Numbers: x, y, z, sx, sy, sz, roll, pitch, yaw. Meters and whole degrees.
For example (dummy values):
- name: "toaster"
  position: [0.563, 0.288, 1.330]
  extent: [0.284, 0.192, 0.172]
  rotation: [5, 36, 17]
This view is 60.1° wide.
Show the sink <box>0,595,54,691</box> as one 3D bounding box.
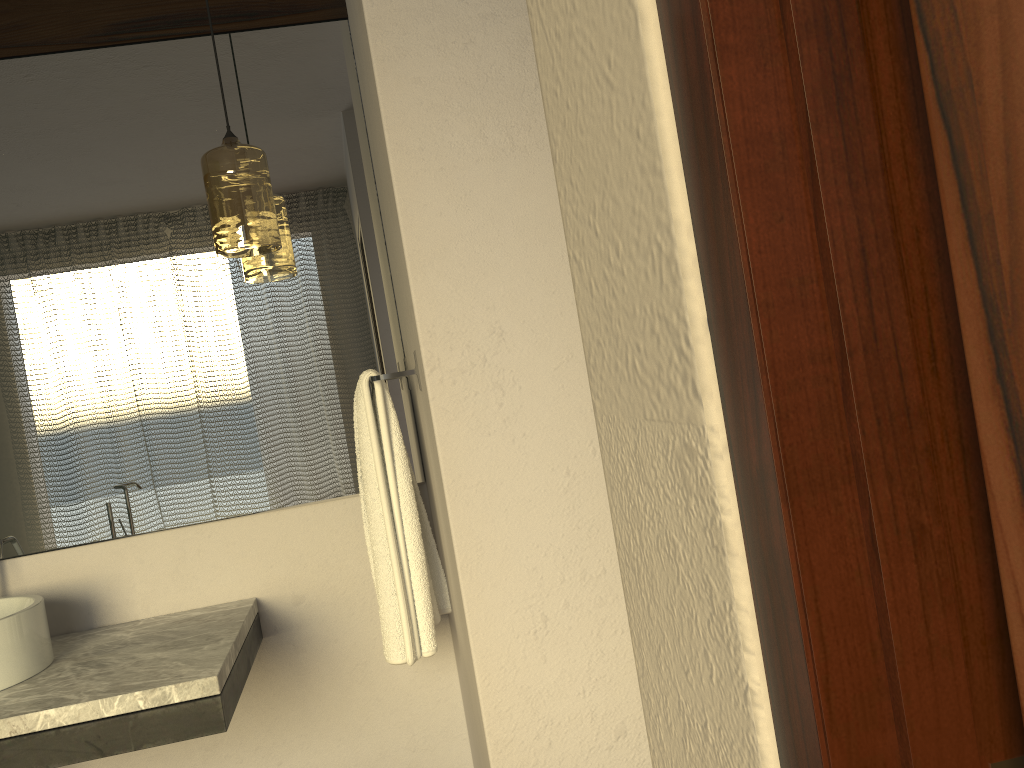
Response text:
- name: "sink"
  position: [-1.132, 0.543, 1.792]
  extent: [0.350, 0.131, 0.365]
  rotation: [-10, 2, -31]

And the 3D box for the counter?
- name: "counter"
  position: [-1.658, 0.751, 1.713]
  extent: [2.245, 0.101, 0.591]
  rotation: [-10, 1, -7]

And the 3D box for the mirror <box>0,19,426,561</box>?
- name: "mirror"
  position: [-2.289, 0.013, 1.929]
  extent: [4.054, 1.152, 0.017]
  rotation: [-10, 1, -7]

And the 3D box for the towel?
- name: "towel"
  position: [-0.273, 0.287, 1.943]
  extent: [0.162, 0.636, 0.255]
  rotation: [-9, 1, 9]

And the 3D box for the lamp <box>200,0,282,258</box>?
- name: "lamp"
  position: [-0.633, -0.711, 1.889]
  extent: [0.142, 0.867, 0.136]
  rotation: [-9, 1, 34]

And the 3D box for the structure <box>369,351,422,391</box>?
- name: "structure"
  position: [-0.264, -0.018, 1.955]
  extent: [0.101, 0.088, 0.372]
  rotation: [-10, 1, -9]
